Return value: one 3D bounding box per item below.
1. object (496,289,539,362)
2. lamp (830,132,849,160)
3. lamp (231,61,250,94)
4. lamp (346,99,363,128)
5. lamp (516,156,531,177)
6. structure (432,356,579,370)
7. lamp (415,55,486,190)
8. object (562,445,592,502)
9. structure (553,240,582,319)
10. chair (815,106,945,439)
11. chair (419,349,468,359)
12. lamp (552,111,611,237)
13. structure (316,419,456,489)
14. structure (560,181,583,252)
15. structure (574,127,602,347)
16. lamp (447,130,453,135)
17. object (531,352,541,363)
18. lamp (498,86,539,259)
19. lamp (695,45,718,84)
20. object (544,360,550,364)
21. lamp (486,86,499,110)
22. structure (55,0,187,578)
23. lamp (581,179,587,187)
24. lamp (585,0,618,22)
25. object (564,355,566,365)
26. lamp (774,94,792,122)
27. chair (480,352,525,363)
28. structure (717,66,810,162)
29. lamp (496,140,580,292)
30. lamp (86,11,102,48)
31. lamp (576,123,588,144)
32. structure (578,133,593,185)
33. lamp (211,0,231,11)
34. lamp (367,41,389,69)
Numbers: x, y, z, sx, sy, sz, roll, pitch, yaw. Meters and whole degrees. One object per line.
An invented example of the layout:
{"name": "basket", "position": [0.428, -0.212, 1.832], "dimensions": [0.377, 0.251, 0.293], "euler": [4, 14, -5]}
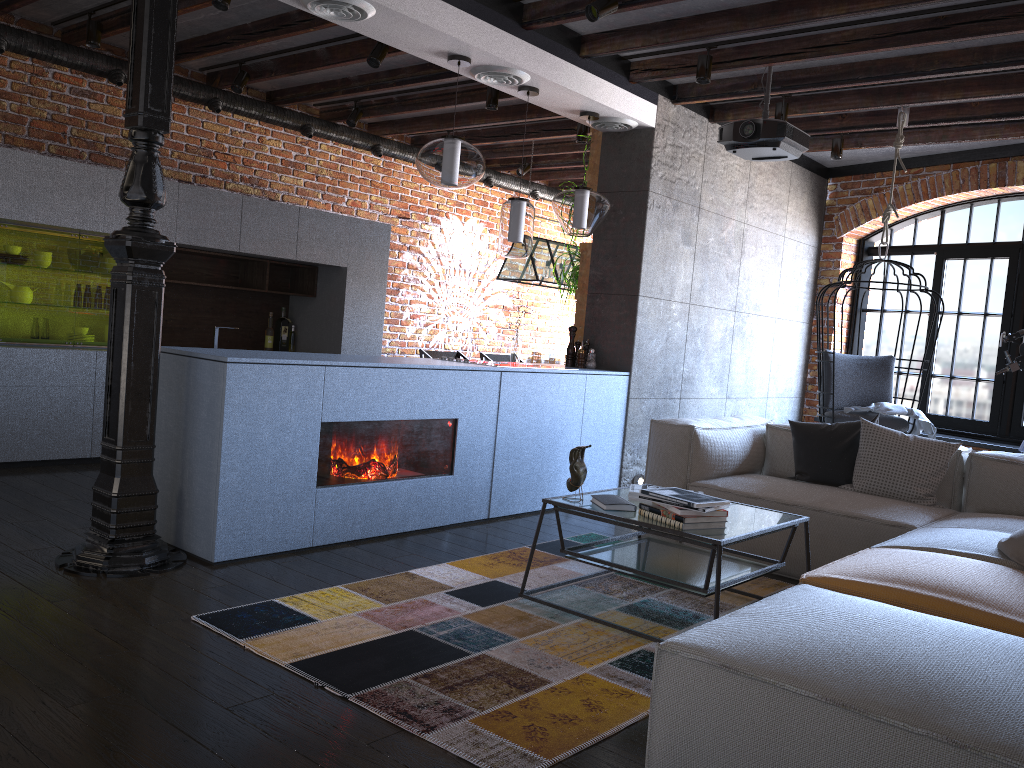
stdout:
{"name": "object", "position": [0.058, -0.499, 7.600], "dimensions": [0.194, 0.709, 0.443], "euler": [2, 5, -35]}
{"name": "lamp", "position": [2.433, -1.764, 6.573], "dimensions": [0.121, 0.184, 0.082], "euler": [7, 4, 33]}
{"name": "lamp", "position": [-1.861, -2.100, 6.093], "dimensions": [0.092, 0.209, 0.139], "euler": [7, 4, 24]}
{"name": "lamp", "position": [-1.213, -2.089, 6.867], "dimensions": [0.093, 0.210, 0.148], "euler": [7, 4, 27]}
{"name": "lamp", "position": [0.118, -2.071, 8.457], "dimensions": [0.093, 0.201, 0.162], "euler": [7, 4, 33]}
{"name": "structure", "position": [-0.030, -0.107, 5.296], "dimensions": [0.504, 0.057, 0.763], "euler": [8, 4, 40]}
{"name": "lamp", "position": [-0.299, -1.345, 4.585], "dimensions": [0.364, 0.665, 0.364], "euler": [7, 4, 23]}
{"name": "object", "position": [0.257, 0.344, 3.438], "dimensions": [0.093, 0.223, 0.099], "euler": [4, 4, -11]}
{"name": "structure", "position": [0.585, -0.719, 6.407], "dimensions": [0.570, 0.621, 0.422], "euler": [3, 4, -31]}
{"name": "chair", "position": [2.454, -0.717, 5.938], "dimensions": [0.802, 2.221, 0.682], "euler": [5, 4, -5]}
{"name": "chair", "position": [-0.473, 0.129, 7.798], "dimensions": [0.610, 0.819, 0.495], "euler": [8, 5, 40]}
{"name": "lamp", "position": [0.445, -1.292, 5.486], "dimensions": [0.367, 0.747, 0.367], "euler": [5, 4, 3]}
{"name": "structure", "position": [-0.713, 0.333, 4.357], "dimensions": [0.332, 0.394, 0.944], "euler": [8, 5, 40]}
{"name": "structure", "position": [0.573, -1.200, 6.376], "dimensions": [0.570, 0.621, 0.422], "euler": [6, 4, 9]}
{"name": "structure", "position": [1.423, -0.607, 7.259], "dimensions": [0.206, 2.382, 2.829], "euler": [8, 5, 40]}
{"name": "lamp", "position": [-0.565, -2.091, 7.673], "dimensions": [0.083, 0.189, 0.123], "euler": [4, 4, -16]}
{"name": "object", "position": [0.208, -0.204, 7.687], "dimensions": [0.086, 0.140, 0.086], "euler": [6, 4, 12]}
{"name": "lamp", "position": [0.053, -1.196, 5.053], "dimensions": [0.198, 0.955, 0.194], "euler": [4, 4, -20]}
{"name": "lamp", "position": [1.095, -1.785, 4.965], "dimensions": [0.119, 0.184, 0.082], "euler": [8, 5, 36]}
{"name": "object", "position": [0.300, -0.164, 7.652], "dimensions": [0.049, 0.080, 0.049], "euler": [7, 4, 23]}
{"name": "lamp", "position": [-0.130, -1.953, 5.978], "dimensions": [0.082, 0.184, 0.116], "euler": [5, 4, 0]}
{"name": "structure", "position": [2.294, -0.076, 2.049], "dimensions": [8.512, 2.395, 0.481], "euler": [6, 4, 20]}
{"name": "lamp", "position": [0.752, -2.059, 9.221], "dimensions": [0.093, 0.206, 0.160], "euler": [8, 5, 36]}
{"name": "lamp", "position": [0.424, -1.787, 4.148], "dimensions": [0.162, 0.201, 0.092], "euler": [3, 4, -34]}
{"name": "object", "position": [0.497, -0.184, 7.773], "dimensions": [0.086, 0.140, 0.086], "euler": [7, 4, 29]}
{"name": "lamp", "position": [1.753, -1.772, 5.755], "dimensions": [0.083, 0.188, 0.116], "euler": [5, 4, 3]}
{"name": "chair", "position": [0.036, 0.137, 8.407], "dimensions": [0.610, 0.819, 0.495], "euler": [8, 5, 40]}
{"name": "structure", "position": [1.473, -1.711, 5.054], "dimensions": [0.409, 0.816, 0.464], "euler": [8, 5, 40]}
{"name": "lamp", "position": [0.467, -1.485, 7.789], "dimensions": [0.464, 1.267, 1.258], "euler": [8, 5, 40]}
{"name": "lamp", "position": [-2.515, -2.123, 5.316], "dimensions": [0.082, 0.184, 0.110], "euler": [6, 4, 11]}
{"name": "lamp", "position": [0.537, -1.942, 6.773], "dimensions": [0.082, 0.184, 0.113], "euler": [5, 4, 6]}
{"name": "structure", "position": [0.743, -1.547, 6.256], "dimensions": [0.570, 0.621, 0.422], "euler": [7, 4, 29]}
{"name": "lamp", "position": [-1.430, -1.964, 4.410], "dimensions": [0.091, 0.203, 0.119], "euler": [6, 4, 19]}
{"name": "lamp", "position": [-0.777, -1.950, 5.183], "dimensions": [0.093, 0.210, 0.145], "euler": [7, 4, 32]}
